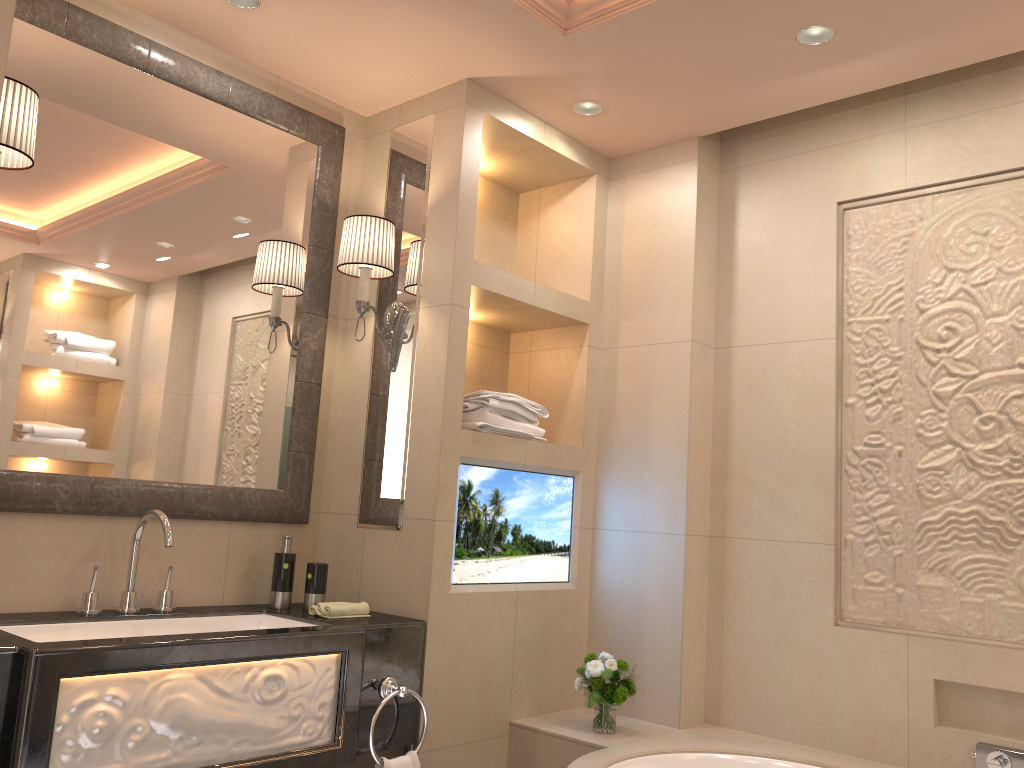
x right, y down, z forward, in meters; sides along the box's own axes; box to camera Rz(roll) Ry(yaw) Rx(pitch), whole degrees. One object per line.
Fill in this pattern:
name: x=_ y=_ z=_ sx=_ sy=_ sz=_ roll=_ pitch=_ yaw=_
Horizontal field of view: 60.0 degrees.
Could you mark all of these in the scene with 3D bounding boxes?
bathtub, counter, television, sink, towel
bathtub: x=0.972 y=1.238 z=1.819 sx=2.662 sy=0.540 sz=1.060 roll=-4 pitch=-11 yaw=42
counter: x=-0.869 y=1.004 z=2.100 sx=0.543 sy=0.858 sz=1.330 roll=-4 pitch=-11 yaw=42
television: x=0.010 y=0.457 z=2.849 sx=0.025 sy=0.360 sz=0.564 roll=-4 pitch=-11 yaw=42
sink: x=-0.830 y=0.658 z=2.136 sx=0.349 sy=0.135 sz=0.760 roll=-4 pitch=-11 yaw=42
towel: x=-0.483 y=0.634 z=2.497 sx=0.096 sy=0.039 sz=0.149 roll=-4 pitch=-12 yaw=43
towel: x=-0.307 y=1.192 z=2.284 sx=0.116 sy=0.455 sz=0.173 roll=0 pitch=-9 yaw=23
towel: x=1.076 y=-0.245 z=2.032 sx=3.195 sy=0.726 sz=0.517 roll=-4 pitch=-11 yaw=42

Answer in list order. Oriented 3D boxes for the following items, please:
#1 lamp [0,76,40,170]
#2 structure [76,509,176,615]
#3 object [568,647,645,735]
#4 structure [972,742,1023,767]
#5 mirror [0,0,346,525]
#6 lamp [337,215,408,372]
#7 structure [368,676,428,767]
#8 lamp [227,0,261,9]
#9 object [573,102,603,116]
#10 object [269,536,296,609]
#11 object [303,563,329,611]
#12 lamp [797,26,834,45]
lamp: x=-1.165 y=-0.440 z=1.914 sx=0.174 sy=0.444 sz=0.223 roll=-4 pitch=-11 yaw=42
structure: x=-0.956 y=0.461 z=2.317 sx=0.242 sy=0.268 sz=0.223 roll=2 pitch=-9 yaw=7
object: x=0.288 y=0.927 z=2.709 sx=0.229 sy=0.252 sz=0.197 roll=4 pitch=-9 yaw=-6
structure: x=1.255 y=0.972 z=2.166 sx=0.290 sy=0.097 sz=0.259 roll=-4 pitch=-11 yaw=42
mirror: x=-0.973 y=-0.295 z=2.470 sx=0.041 sy=1.321 sz=1.131 roll=-4 pitch=-11 yaw=42
lamp: x=-0.436 y=-0.274 z=2.723 sx=0.174 sy=0.444 sz=0.223 roll=-4 pitch=-11 yaw=42
structure: x=-0.311 y=0.896 z=2.345 sx=0.074 sy=0.226 sz=0.203 roll=-4 pitch=-11 yaw=42
lamp: x=-0.727 y=-1.074 z=2.400 sx=0.096 sy=0.069 sz=0.096 roll=8 pitch=-10 yaw=-28
object: x=0.251 y=-0.936 z=2.915 sx=0.097 sy=0.069 sz=0.097 roll=9 pitch=-10 yaw=-31
object: x=-0.671 y=0.552 z=2.605 sx=0.063 sy=0.208 sz=0.063 roll=0 pitch=-9 yaw=23
object: x=-0.576 y=0.595 z=2.604 sx=0.063 sy=0.134 sz=0.063 roll=6 pitch=-9 yaw=-15
lamp: x=0.824 y=-0.977 z=2.407 sx=0.097 sy=0.069 sz=0.097 roll=9 pitch=-10 yaw=-31
